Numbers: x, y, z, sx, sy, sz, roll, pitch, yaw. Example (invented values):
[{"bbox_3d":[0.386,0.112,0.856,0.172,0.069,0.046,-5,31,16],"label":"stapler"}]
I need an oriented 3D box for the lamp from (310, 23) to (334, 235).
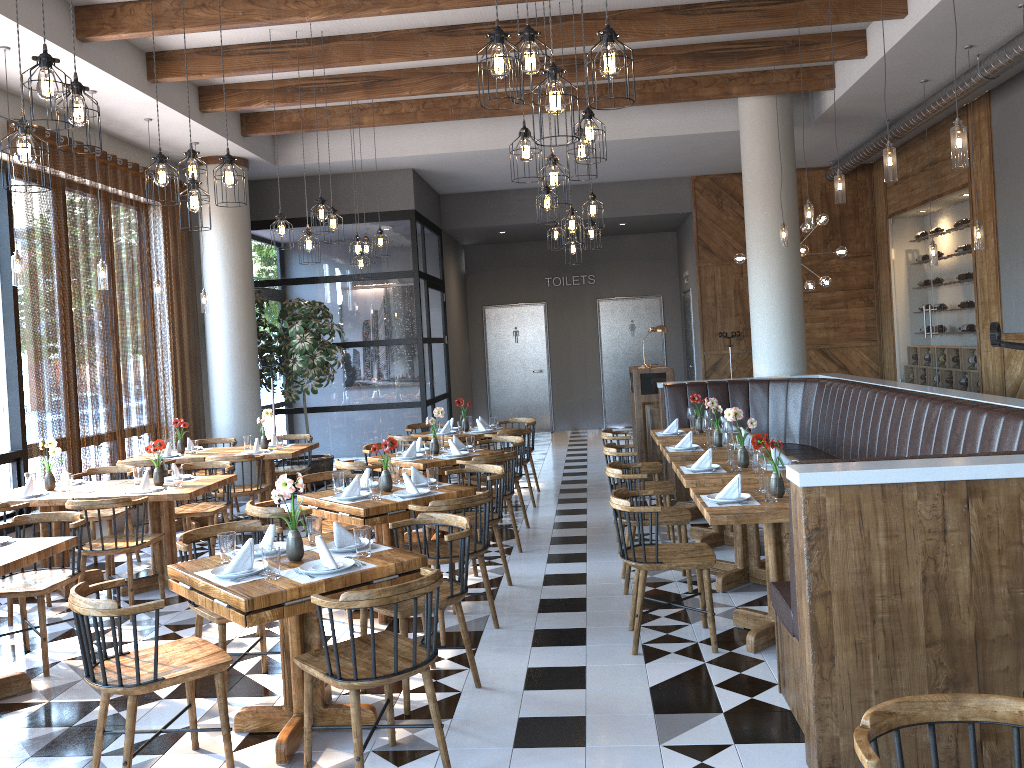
[{"bbox_3d":[-1.652,-2.301,7.453,0.175,2.070,0.175,-3,0,-1],"label":"lamp"}]

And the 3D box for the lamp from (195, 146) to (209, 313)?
[{"bbox_3d":[-3.431,-1.765,9.745,0.078,1.963,0.078,-3,0,37],"label":"lamp"}]

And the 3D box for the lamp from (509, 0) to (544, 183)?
[{"bbox_3d":[0.027,-2.184,5.006,0.175,2.070,0.175,-3,0,32],"label":"lamp"}]

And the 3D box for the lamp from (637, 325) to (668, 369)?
[{"bbox_3d":[1.624,-0.296,10.267,0.445,0.756,0.170,-4,0,-20],"label":"lamp"}]

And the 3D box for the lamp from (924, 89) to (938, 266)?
[{"bbox_3d":[4.198,-2.169,8.932,0.078,1.963,0.078,-3,0,37],"label":"lamp"}]

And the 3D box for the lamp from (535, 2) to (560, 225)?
[{"bbox_3d":[0.236,-2.344,7.236,0.175,2.070,0.175,-3,0,-23],"label":"lamp"}]

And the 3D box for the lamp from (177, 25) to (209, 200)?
[{"bbox_3d":[-2.028,-2.187,5.481,0.175,2.070,0.175,-3,0,24],"label":"lamp"}]

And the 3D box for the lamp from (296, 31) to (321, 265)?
[{"bbox_3d":[-1.798,-2.070,7.621,0.175,2.070,0.175,-3,0,-1],"label":"lamp"}]

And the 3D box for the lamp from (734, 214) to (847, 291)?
[{"bbox_3d":[3.615,-2.052,11.574,1.162,2.192,1.185,-4,1,-34],"label":"lamp"}]

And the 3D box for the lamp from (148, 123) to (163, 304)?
[{"bbox_3d":[-3.524,-1.769,8.697,0.078,1.963,0.078,-3,0,-9],"label":"lamp"}]

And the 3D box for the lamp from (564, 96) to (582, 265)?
[{"bbox_3d":[0.588,-2.284,9.244,0.175,2.070,0.175,-4,0,-41],"label":"lamp"}]

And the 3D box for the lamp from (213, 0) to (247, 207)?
[{"bbox_3d":[-1.725,-2.094,5.248,0.175,2.070,0.175,-3,0,-9],"label":"lamp"}]

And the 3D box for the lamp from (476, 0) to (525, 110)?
[{"bbox_3d":[-0.099,-2.151,3.537,0.175,2.070,0.175,-3,0,12],"label":"lamp"}]

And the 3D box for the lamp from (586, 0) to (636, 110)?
[{"bbox_3d":[0.333,-2.130,3.474,0.175,2.070,0.175,-3,0,-10],"label":"lamp"}]

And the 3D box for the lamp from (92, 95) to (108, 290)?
[{"bbox_3d":[-3.613,-1.802,7.712,0.078,1.963,0.078,-3,0,-5],"label":"lamp"}]

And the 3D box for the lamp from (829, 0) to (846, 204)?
[{"bbox_3d":[2.534,-2.406,6.978,0.078,1.963,0.078,-3,0,40],"label":"lamp"}]

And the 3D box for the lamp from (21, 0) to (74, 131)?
[{"bbox_3d":[-1.978,-2.105,3.672,0.175,2.070,0.175,-3,0,-9],"label":"lamp"}]

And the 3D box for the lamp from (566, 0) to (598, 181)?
[{"bbox_3d":[0.362,-2.260,5.279,0.175,2.070,0.175,-4,0,-35],"label":"lamp"}]

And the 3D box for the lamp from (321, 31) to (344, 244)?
[{"bbox_3d":[-1.596,-2.257,7.655,0.175,2.070,0.175,-3,0,-12],"label":"lamp"}]

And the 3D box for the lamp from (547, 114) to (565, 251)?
[{"bbox_3d":[0.413,-2.455,9.381,0.175,2.070,0.175,-3,0,37],"label":"lamp"}]

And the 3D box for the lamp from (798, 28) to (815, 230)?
[{"bbox_3d":[2.623,-2.372,7.963,0.078,1.963,0.078,-3,0,-9],"label":"lamp"}]

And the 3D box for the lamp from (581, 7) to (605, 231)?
[{"bbox_3d":[0.628,-2.332,7.428,0.175,2.070,0.175,-3,0,45],"label":"lamp"}]

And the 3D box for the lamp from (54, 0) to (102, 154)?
[{"bbox_3d":[-1.953,-2.060,3.879,0.175,2.070,0.175,-3,0,-20],"label":"lamp"}]

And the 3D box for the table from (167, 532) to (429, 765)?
[{"bbox_3d":[-0.945,1.171,3.970,0.865,0.763,0.863,-5,2,-40],"label":"table"}]

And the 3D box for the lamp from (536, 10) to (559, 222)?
[{"bbox_3d":[0.245,-2.411,7.444,0.175,2.070,0.175,-3,0,-12],"label":"lamp"}]

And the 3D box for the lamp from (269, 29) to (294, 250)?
[{"bbox_3d":[-2.013,-2.185,7.542,0.175,2.070,0.175,-3,0,-34],"label":"lamp"}]

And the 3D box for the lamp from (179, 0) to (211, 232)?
[{"bbox_3d":[-1.938,-1.951,5.263,0.175,2.070,0.175,-3,0,24],"label":"lamp"}]

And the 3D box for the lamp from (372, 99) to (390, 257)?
[{"bbox_3d":[-1.471,-2.411,9.575,0.175,2.070,0.175,-3,0,18],"label":"lamp"}]

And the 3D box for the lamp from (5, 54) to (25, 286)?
[{"bbox_3d":[-3.710,-1.709,6.560,0.078,1.963,0.078,-3,0,12],"label":"lamp"}]

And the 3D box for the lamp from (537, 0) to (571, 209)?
[{"bbox_3d":[0.193,-2.070,5.162,0.175,2.070,0.175,-3,0,-24],"label":"lamp"}]

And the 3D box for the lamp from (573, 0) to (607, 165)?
[{"bbox_3d":[0.393,-2.309,5.073,0.175,2.070,0.175,-3,0,-24],"label":"lamp"}]

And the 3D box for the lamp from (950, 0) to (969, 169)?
[{"bbox_3d":[2.353,-2.143,4.757,0.078,1.963,0.078,-4,0,-45],"label":"lamp"}]

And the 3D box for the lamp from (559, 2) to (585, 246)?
[{"bbox_3d":[0.448,-2.185,7.312,0.175,2.070,0.175,-3,0,-12],"label":"lamp"}]

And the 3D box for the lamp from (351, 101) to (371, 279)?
[{"bbox_3d":[-1.666,-2.164,9.476,0.175,2.070,0.175,-3,0,18],"label":"lamp"}]

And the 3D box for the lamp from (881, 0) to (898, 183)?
[{"bbox_3d":[2.438,-2.312,5.825,0.078,1.963,0.078,-3,0,24],"label":"lamp"}]

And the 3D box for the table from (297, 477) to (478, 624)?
[{"bbox_3d":[-0.792,1.078,5.764,0.865,0.763,0.863,-5,2,-40],"label":"table"}]

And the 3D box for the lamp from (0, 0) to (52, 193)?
[{"bbox_3d":[-2.148,-1.871,3.814,0.175,2.070,0.175,-3,0,-9],"label":"lamp"}]

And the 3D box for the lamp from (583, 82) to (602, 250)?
[{"bbox_3d":[0.775,-2.421,9.138,0.175,2.070,0.175,-3,0,15],"label":"lamp"}]

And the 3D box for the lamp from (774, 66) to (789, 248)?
[{"bbox_3d":[2.717,-2.368,9.011,0.078,1.963,0.078,-3,0,37],"label":"lamp"}]

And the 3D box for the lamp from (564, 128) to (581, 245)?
[{"bbox_3d":[0.596,-2.526,9.474,0.175,2.070,0.175,-4,0,-41],"label":"lamp"}]

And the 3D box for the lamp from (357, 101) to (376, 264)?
[{"bbox_3d":[-1.643,-2.350,9.688,0.175,2.070,0.175,-3,0,6],"label":"lamp"}]

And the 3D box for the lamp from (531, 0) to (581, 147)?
[{"bbox_3d":[0.119,-1.987,3.485,0.175,2.070,0.175,-3,0,23],"label":"lamp"}]

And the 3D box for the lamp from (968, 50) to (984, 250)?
[{"bbox_3d":[4.105,-2.173,7.884,0.078,1.963,0.078,-3,0,-9],"label":"lamp"}]

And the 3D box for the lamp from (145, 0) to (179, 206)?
[{"bbox_3d":[-2.156,-2.116,5.319,0.175,2.070,0.175,-3,0,13],"label":"lamp"}]

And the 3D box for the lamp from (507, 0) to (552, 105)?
[{"bbox_3d":[0.026,-2.223,3.701,0.175,2.070,0.175,-3,0,23],"label":"lamp"}]

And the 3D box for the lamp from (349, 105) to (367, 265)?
[{"bbox_3d":[-1.663,-2.285,9.254,0.175,2.070,0.175,-3,0,-16],"label":"lamp"}]
